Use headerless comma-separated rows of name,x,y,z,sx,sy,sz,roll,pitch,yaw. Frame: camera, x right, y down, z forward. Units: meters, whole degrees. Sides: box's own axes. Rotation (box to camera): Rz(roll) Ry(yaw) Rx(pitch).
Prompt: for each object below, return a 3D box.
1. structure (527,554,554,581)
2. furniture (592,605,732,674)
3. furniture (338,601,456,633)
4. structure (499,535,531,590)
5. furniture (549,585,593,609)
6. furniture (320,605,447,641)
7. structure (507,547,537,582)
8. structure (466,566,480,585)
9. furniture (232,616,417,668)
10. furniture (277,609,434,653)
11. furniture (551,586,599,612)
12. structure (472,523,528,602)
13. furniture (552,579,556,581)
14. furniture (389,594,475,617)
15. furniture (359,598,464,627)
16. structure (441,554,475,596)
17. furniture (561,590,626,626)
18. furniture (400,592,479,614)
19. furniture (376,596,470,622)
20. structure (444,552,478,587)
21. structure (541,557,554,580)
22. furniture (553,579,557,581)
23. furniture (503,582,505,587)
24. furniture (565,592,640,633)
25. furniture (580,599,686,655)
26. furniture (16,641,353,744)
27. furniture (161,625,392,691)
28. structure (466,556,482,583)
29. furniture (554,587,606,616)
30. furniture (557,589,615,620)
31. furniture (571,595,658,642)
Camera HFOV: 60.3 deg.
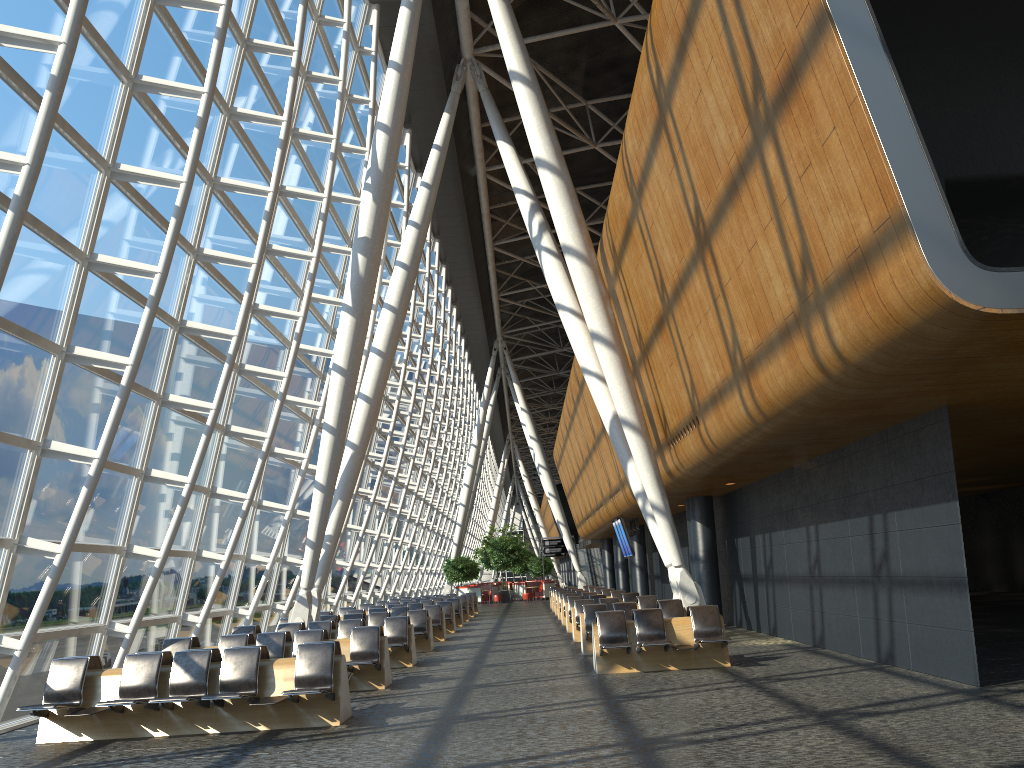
structure,1.938,12.851,59.339,1.737,2.743,1.800,4,-11,-42
furniture,2.142,3.725,12.918,1.896,0.857,1.686,-4,-11,0
furniture,-3.231,6.602,24.669,3.251,0.857,1.686,-4,-11,0
structure,-0.091,13.850,67.461,3.107,4.475,5.804,-7,-11,22
furniture,2.527,8.880,36.778,1.896,0.857,1.686,-4,-11,0
furniture,-3.279,5.958,21.686,3.251,0.857,1.686,-4,-11,0
structure,0.792,13.343,62.902,2.284,3.432,2.245,-5,-8,13
structure,-2.971,12.971,58.595,1.761,2.777,1.825,4,-11,-42
furniture,-3.375,4.669,15.722,3.251,0.857,1.686,-4,-11,0
furniture,-3.327,5.313,18.704,3.251,0.857,1.686,-4,-11,0
furniture,2.479,8.235,33.795,1.896,0.857,1.686,-4,-11,0
structure,-0.781,10.450,51.597,3.091,4.474,5.895,-2,-10,-7
furniture,3.255,18.624,81.882,1.896,0.857,1.686,-4,-11,0
furniture,-3.087,8.535,33.616,3.251,0.857,1.686,-4,-11,0
furniture,-3.183,7.246,27.651,3.251,0.857,1.686,-4,-11,0
structure,-2.908,10.727,48.192,1.737,2.743,1.800,4,-11,-42
furniture,2.335,6.303,24.848,1.896,0.857,1.686,-4,-11,0
furniture,-3.039,9.179,36.599,3.251,0.857,1.686,-4,-11,0
furniture,-3.135,7.891,30.634,3.251,0.857,1.686,-4,-11,0
structure,-2.957,11.263,51.090,1.918,2.930,1.891,0,-9,-25
structure,2.421,14.959,69.692,1.889,2.957,1.957,4,-11,-42
furniture,3.207,17.979,78.899,1.896,0.857,1.686,-4,-11,0
furniture,-2.311,18.923,81.702,3.251,0.857,1.686,-4,-11,0
furniture,2.287,5.658,21.866,1.896,0.857,1.686,-4,-11,0
furniture,2.190,4.370,15.901,1.896,0.857,1.686,-4,-11,0
furniture,-3.472,3.380,9.757,3.251,0.857,1.686,-4,-11,0
furniture,-3.424,4.025,12.739,3.251,0.857,1.686,-4,-11,0
structure,-2.793,12.225,55.297,1.788,2.815,1.852,4,-11,-42
furniture,2.431,7.591,30.813,1.896,0.857,1.686,-4,-11,0
furniture,2.383,6.947,27.831,1.896,0.857,1.686,-4,-11,0
furniture,2.238,5.014,18.883,1.896,0.857,1.686,-4,-11,0
